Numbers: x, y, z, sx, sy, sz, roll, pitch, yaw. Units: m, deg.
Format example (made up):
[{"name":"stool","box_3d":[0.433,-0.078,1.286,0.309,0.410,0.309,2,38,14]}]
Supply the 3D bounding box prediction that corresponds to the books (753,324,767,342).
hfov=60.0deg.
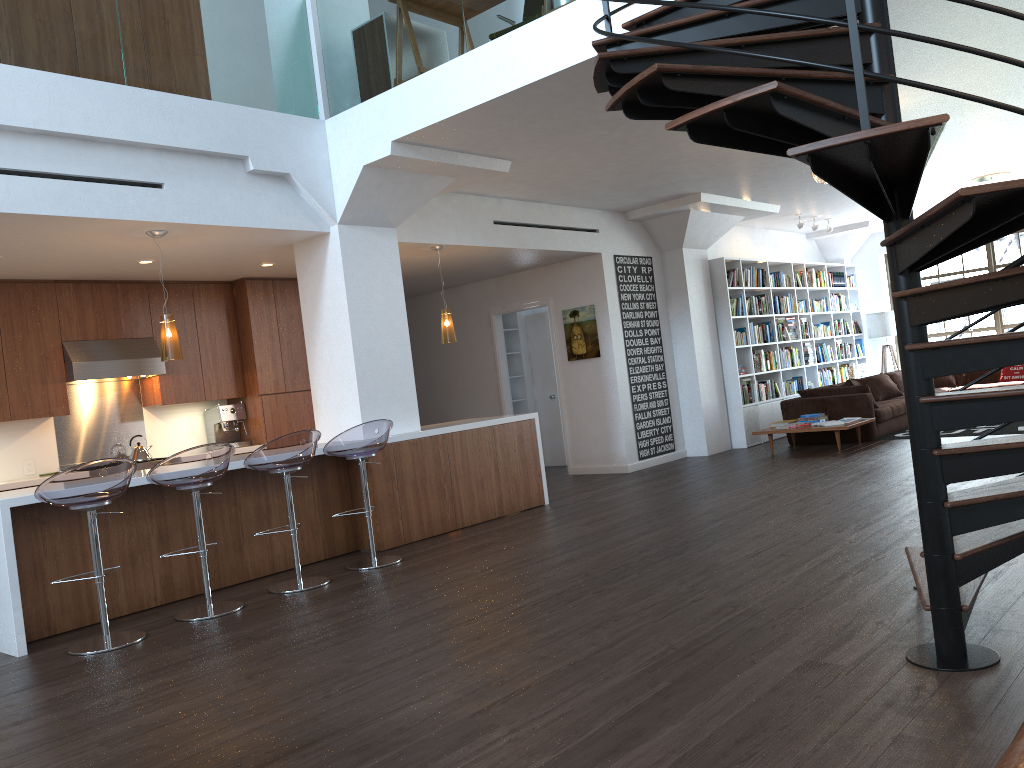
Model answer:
[{"name":"books","box_3d":[3.325,-0.668,11.943,0.180,0.259,0.060,-7,0,41]}]

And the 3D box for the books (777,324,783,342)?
[{"name":"books","box_3d":[3.646,-0.697,12.275,0.174,0.240,0.054,-7,0,41]}]

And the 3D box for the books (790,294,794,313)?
[{"name":"books","box_3d":[3.906,-1.132,12.644,0.197,0.283,0.065,-7,0,41]}]

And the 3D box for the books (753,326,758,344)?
[{"name":"books","box_3d":[3.146,-0.636,11.707,0.174,0.239,0.045,-7,0,41]}]

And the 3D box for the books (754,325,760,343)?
[{"name":"books","box_3d":[3.203,-0.649,11.780,0.159,0.250,0.026,-7,0,41]}]

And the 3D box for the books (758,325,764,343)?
[{"name":"books","box_3d":[3.271,-0.658,11.882,0.182,0.253,0.034,-7,0,41]}]

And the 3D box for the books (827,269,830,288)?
[{"name":"books","box_3d":[4.800,-1.615,13.727,0.198,0.284,0.049,-7,0,41]}]

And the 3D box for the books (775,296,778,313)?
[{"name":"books","box_3d":[3.566,-1.075,12.245,0.182,0.253,0.034,-7,0,41]}]

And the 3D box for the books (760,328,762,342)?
[{"name":"books","box_3d":[3.244,-0.640,11.816,0.161,0.223,0.026,-7,0,41]}]

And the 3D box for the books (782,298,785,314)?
[{"name":"books","box_3d":[3.731,-1.080,12.424,0.161,0.223,0.026,-7,0,41]}]

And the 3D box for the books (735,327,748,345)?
[{"name":"books","box_3d":[2.973,-0.611,11.498,0.140,0.231,0.042,-7,0,41]}]

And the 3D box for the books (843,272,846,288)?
[{"name":"books","box_3d":[5.235,-1.652,14.207,0.183,0.253,0.042,-7,0,41]}]

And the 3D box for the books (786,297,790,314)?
[{"name":"books","box_3d":[3.826,-1.100,12.534,0.174,0.239,0.045,-7,0,41]}]

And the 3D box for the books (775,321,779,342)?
[{"name":"books","box_3d":[3.554,-0.709,12.202,0.198,0.284,0.049,-7,0,41]}]

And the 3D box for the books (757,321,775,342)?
[{"name":"books","box_3d":[3.460,-0.700,12.073,0.176,0.294,0.102,-7,0,41]}]

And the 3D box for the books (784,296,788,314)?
[{"name":"books","box_3d":[3.789,-1.098,12.498,0.170,0.245,0.057,-7,0,41]}]

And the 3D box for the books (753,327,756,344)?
[{"name":"books","box_3d":[3.120,-0.625,11.684,0.161,0.223,0.027,-7,0,41]}]

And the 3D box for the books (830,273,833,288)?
[{"name":"books","box_3d":[4.911,-1.598,13.814,0.161,0.223,0.032,-7,0,41]}]

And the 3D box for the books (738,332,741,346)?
[{"name":"books","box_3d":[2.852,-0.572,11.360,0.134,0.184,0.030,-7,0,41]}]

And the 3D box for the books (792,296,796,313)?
[{"name":"books","box_3d":[3.967,-1.122,12.689,0.159,0.250,0.026,-7,0,41]}]

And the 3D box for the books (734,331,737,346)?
[{"name":"books","box_3d":[2.786,-0.571,11.282,0.136,0.196,0.045,-7,0,41]}]

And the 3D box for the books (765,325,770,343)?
[{"name":"books","box_3d":[3.378,-0.664,11.967,0.174,0.239,0.045,-7,0,41]}]

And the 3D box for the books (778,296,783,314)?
[{"name":"books","box_3d":[3.662,-1.087,12.347,0.182,0.253,0.034,-7,0,41]}]

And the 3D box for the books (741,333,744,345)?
[{"name":"books","box_3d":[2.929,-0.573,11.427,0.120,0.167,0.020,-7,0,41]}]

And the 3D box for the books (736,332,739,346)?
[{"name":"books","box_3d":[2.827,-0.566,11.319,0.128,0.178,0.022,-7,0,41]}]

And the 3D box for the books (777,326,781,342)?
[{"name":"books","box_3d":[3.618,-0.686,12.243,0.161,0.223,0.032,-7,0,41]}]

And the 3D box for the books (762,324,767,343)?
[{"name":"books","box_3d":[3.310,-0.663,11.893,0.182,0.253,0.034,-7,0,41]}]

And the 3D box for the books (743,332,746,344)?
[{"name":"books","box_3d":[2.967,-0.578,11.461,0.107,0.167,0.017,-7,0,41]}]

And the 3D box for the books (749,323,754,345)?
[{"name":"books","box_3d":[3.046,-0.647,11.611,0.197,0.283,0.065,-7,0,41]}]

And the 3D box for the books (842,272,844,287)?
[{"name":"books","box_3d":[5.204,-1.648,14.176,0.183,0.253,0.042,-7,0,41]}]

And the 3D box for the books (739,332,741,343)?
[{"name":"books","box_3d":[2.870,-0.572,11.378,0.128,0.178,0.022,-7,0,41]}]

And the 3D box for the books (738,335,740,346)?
[{"name":"books","box_3d":[2.840,-0.568,11.336,0.128,0.178,0.021,-7,0,41]}]

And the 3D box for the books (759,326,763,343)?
[{"name":"books","box_3d":[3.259,-0.646,11.846,0.167,0.230,0.037,-7,0,41]}]

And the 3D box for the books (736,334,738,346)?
[{"name":"books","box_3d":[2.807,-0.575,11.307,0.127,0.200,0.020,-7,0,41]}]

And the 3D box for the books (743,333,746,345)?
[{"name":"books","box_3d":[2.951,-0.573,11.442,0.106,0.162,0.032,-7,0,41]}]

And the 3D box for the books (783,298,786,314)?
[{"name":"books","box_3d":[3.751,-1.082,12.443,0.161,0.223,0.027,-7,0,41]}]

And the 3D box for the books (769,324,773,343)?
[{"name":"books","box_3d":[3.429,-0.677,12.019,0.182,0.253,0.034,-7,0,41]}]

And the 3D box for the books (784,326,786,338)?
[{"name":"books","box_3d":[3.739,-0.700,12.393,0.161,0.223,0.033,-7,0,41]}]

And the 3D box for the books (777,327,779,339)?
[{"name":"books","box_3d":[3.589,-0.696,12.226,0.160,0.251,0.031,-7,0,41]}]

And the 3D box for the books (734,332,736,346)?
[{"name":"books","box_3d":[2.762,-0.565,11.249,0.139,0.191,0.036,-7,0,41]}]

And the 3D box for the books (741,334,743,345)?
[{"name":"books","box_3d":[2.907,-0.563,11.397,0.110,0.153,0.019,-7,0,41]}]

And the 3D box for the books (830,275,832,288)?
[{"name":"books","box_3d":[4.883,-1.594,13.796,0.161,0.223,0.033,-7,0,41]}]

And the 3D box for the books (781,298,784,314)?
[{"name":"books","box_3d":[3.703,-1.080,12.405,0.167,0.230,0.037,-7,0,41]}]

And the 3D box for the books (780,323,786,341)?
[{"name":"books","box_3d":[3.711,-0.712,12.366,0.183,0.253,0.042,-7,0,41]}]

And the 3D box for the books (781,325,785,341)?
[{"name":"books","box_3d":[3.700,-0.696,12.329,0.161,0.223,0.032,-7,0,41]}]

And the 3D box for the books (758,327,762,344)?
[{"name":"books","box_3d":[3.228,-0.638,11.794,0.161,0.223,0.027,-7,0,41]}]

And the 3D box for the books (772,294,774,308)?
[{"name":"books","box_3d":[3.501,-1.086,12.173,0.176,0.294,0.102,-7,0,41]}]

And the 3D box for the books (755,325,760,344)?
[{"name":"books","box_3d":[3.177,-0.643,11.748,0.170,0.245,0.057,-7,0,41]}]

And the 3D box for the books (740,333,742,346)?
[{"name":"books","box_3d":[2.890,-0.571,11.387,0.109,0.171,0.018,-7,0,41]}]

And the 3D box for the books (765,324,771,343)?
[{"name":"books","box_3d":[3.398,-0.674,12.001,0.182,0.253,0.034,-7,0,41]}]

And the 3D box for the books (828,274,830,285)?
[{"name":"books","box_3d":[4.835,-1.602,13.752,0.160,0.251,0.031,-7,0,41]}]

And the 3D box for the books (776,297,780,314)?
[{"name":"books","box_3d":[3.598,-1.072,12.271,0.174,0.239,0.045,-7,0,41]}]

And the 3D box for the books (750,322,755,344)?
[{"name":"books","box_3d":[3.089,-0.655,11.654,0.176,0.290,0.053,-7,0,41]}]

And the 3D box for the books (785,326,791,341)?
[{"name":"books","box_3d":[3.802,-0.699,12.449,0.161,0.207,0.135,-7,0,41]}]

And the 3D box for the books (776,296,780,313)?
[{"name":"books","box_3d":[3.614,-1.084,12.326,0.180,0.259,0.060,-7,0,41]}]

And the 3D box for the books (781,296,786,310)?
[{"name":"books","box_3d":[3.760,-1.097,12.468,0.159,0.250,0.026,-7,0,41]}]
